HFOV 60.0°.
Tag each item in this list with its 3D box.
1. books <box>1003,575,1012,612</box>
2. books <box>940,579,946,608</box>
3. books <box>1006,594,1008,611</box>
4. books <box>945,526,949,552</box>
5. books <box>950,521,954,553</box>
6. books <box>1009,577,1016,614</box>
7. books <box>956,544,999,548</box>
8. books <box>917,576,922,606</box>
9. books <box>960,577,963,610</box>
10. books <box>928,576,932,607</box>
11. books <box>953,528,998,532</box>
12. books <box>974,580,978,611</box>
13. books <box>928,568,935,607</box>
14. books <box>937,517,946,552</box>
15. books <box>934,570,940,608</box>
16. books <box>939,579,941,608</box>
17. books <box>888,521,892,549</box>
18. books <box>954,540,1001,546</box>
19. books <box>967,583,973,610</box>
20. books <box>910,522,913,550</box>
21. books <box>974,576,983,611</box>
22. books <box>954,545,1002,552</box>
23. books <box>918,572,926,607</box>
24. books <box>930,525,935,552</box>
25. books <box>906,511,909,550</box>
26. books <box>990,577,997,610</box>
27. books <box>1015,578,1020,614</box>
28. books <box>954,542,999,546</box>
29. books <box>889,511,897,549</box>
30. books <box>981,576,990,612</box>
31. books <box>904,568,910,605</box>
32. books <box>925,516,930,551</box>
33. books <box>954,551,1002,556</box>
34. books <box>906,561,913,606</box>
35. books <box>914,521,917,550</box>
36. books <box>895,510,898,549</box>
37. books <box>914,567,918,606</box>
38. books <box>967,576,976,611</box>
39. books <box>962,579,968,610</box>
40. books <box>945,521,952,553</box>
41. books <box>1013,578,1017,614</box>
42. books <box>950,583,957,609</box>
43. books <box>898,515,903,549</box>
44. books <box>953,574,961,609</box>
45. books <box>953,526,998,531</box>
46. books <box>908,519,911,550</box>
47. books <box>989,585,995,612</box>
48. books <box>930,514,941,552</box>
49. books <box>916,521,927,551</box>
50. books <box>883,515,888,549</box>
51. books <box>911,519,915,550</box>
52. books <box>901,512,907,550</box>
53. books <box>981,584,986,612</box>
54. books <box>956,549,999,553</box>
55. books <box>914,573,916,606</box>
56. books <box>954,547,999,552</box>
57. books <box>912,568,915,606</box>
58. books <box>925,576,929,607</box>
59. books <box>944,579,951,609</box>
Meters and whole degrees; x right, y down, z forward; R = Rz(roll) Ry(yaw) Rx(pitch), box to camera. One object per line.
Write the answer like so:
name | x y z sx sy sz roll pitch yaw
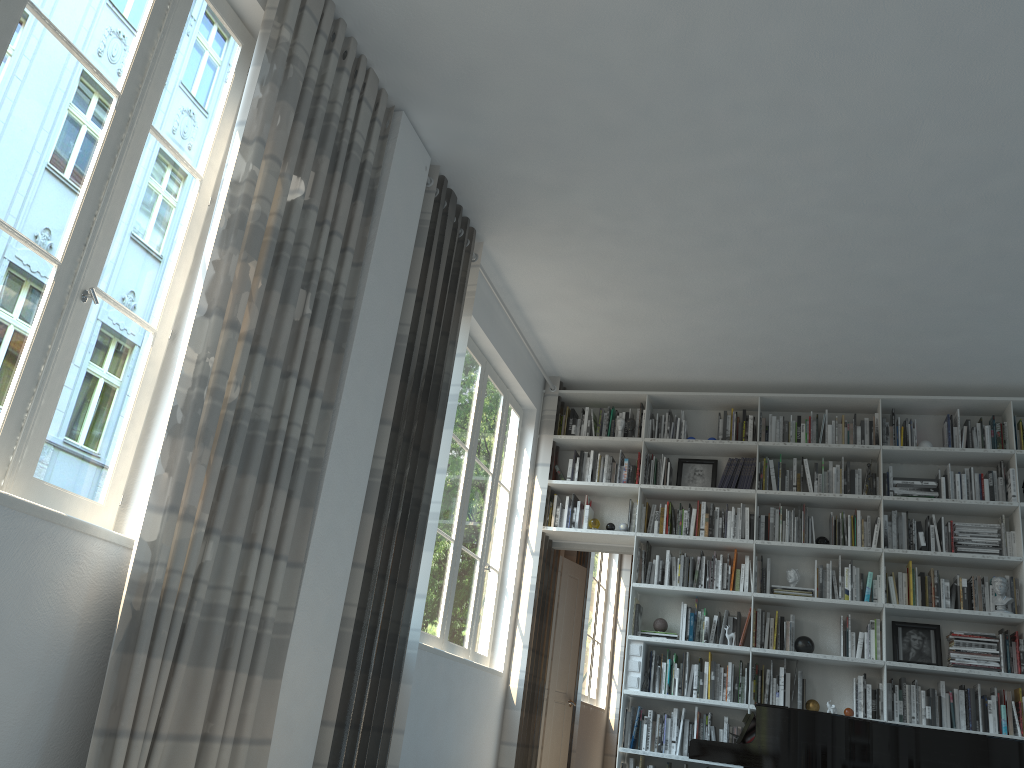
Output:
books | 3.274 1.417 5.866 0.025 0.278 0.108 1 -22 18
books | 2.885 1.435 5.963 0.024 0.215 0.176 1 -22 18
books | 3.246 1.421 5.861 0.025 0.258 0.131 1 -22 18
books | 2.971 1.098 6.087 0.024 0.215 0.133 1 -22 18
books | 2.999 1.076 6.064 0.013 0.246 0.177 1 -22 18
books | 3.287 1.417 5.844 0.014 0.265 0.154 1 -22 18
books | 3.150 1.116 6.025 0.254 0.012 0.161 0 -23 19
books | 2.755 1.433 6.021 0.024 0.227 0.148 1 -22 18
books | 2.992 1.428 5.932 0.010 0.233 0.175 1 -22 18
books | 2.816 1.428 5.996 0.025 0.235 0.137 1 -22 18
books | 3.164 1.014 6.064 0.254 0.012 0.161 0 -23 19
books | 3.080 1.438 5.920 0.025 0.229 0.143 1 -22 18
books | 2.835 1.403 5.993 0.013 0.282 0.177 1 -22 18
books | 2.949 1.067 6.090 0.021 0.268 0.192 1 -22 18
books | 2.849 1.405 5.971 0.028 0.266 0.190 1 -22 18
books | 2.874 1.423 5.986 0.011 0.250 0.131 1 -22 18
books | 2.637 1.092 6.206 0.027 0.227 0.148 1 -22 18
books | 3.154 1.095 6.036 0.285 0.012 0.160 0 -23 19
books | 3.033 1.441 5.904 0.029 0.199 0.179 1 -22 18
books | 2.764 1.087 6.155 0.014 0.232 0.147 1 -22 18
books | 3.100 1.417 5.901 0.025 0.257 0.151 1 -22 18
books | 3.148 1.126 6.018 0.285 0.012 0.160 2 -22 15
books | 2.784 1.421 6.024 0.028 0.258 0.135 1 -22 18
books | 2.888 1.095 6.109 0.024 0.215 0.148 1 -22 18
books | 2.745 1.054 6.171 0.011 0.299 0.180 1 -22 18
books | 3.199 1.423 5.886 0.014 0.262 0.135 1 -22 18
books | 3.323 1.425 5.851 0.023 0.263 0.107 1 -22 18
books | 3.152 1.105 6.029 0.254 0.012 0.161 2 -22 16
books | 2.662 1.054 6.195 0.026 0.296 0.180 1 -22 18
books | 3.146 1.422 5.896 0.024 0.258 0.127 1 -22 18
books | 2.698 1.409 6.056 0.010 0.282 0.137 1 -22 18
books | 2.873 1.066 6.135 0.022 0.284 0.131 1 -22 18
books | 3.145 1.162 6.009 0.285 0.012 0.160 0 -23 19
books | 2.700 1.377 6.020 0.014 0.316 0.188 1 -22 18
books | 2.788 1.083 6.146 0.011 0.238 0.148 1 -22 18
books | 2.687 1.054 6.208 0.014 0.311 0.134 1 -22 18
books | 2.736 1.400 6.015 0.010 0.279 0.171 1 -22 18
books | 3.053 1.416 5.896 0.012 0.244 0.186 1 -22 18
books | 3.007 1.428 5.915 0.029 0.223 0.186 1 -22 18
books | 2.989 1.082 6.079 0.015 0.244 0.183 1 -22 18
books | 3.303 1.424 5.849 0.014 0.260 0.137 1 -22 18
books | 2.952 1.449 5.951 0.050 0.198 0.146 1 -22 18
books | 2.696 1.066 6.171 0.025 0.265 0.186 1 -22 18
books | 2.984 1.418 5.944 0.014 0.257 0.162 1 -22 18
books | 3.167 1.005 6.072 0.254 0.012 0.161 1 -23 18
books | 2.753 1.078 6.162 0.011 0.251 0.153 1 -22 18
books | 3.170 1.448 5.875 0.035 0.200 0.150 1 -22 18
books | 2.920 1.062 6.117 0.049 0.290 0.163 1 -22 18
books | 2.824 1.083 6.128 0.066 0.235 0.154 1 -22 18
books | 2.610 1.068 6.207 0.026 0.266 0.171 1 -22 18
books | 2.777 1.078 6.150 0.014 0.249 0.173 1 -22 18
books | 2.728 1.060 6.183 0.029 0.294 0.151 1 -22 18
books | 3.123 1.448 5.899 0.022 0.206 0.114 1 -22 18
books | 3.147 1.152 6.015 0.254 0.012 0.161 1 -23 18
books | 2.729 1.423 6.027 0.010 0.243 0.150 1 -22 18
books | 3.148 1.139 6.018 0.254 0.012 0.161 1 -22 17
books | 2.710 1.400 6.006 0.015 0.265 0.190 1 -22 18
books | 2.795 1.428 5.994 0.012 0.227 0.170 1 -22 18
books | 2.911 1.436 5.955 0.030 0.214 0.169 1 -22 18
